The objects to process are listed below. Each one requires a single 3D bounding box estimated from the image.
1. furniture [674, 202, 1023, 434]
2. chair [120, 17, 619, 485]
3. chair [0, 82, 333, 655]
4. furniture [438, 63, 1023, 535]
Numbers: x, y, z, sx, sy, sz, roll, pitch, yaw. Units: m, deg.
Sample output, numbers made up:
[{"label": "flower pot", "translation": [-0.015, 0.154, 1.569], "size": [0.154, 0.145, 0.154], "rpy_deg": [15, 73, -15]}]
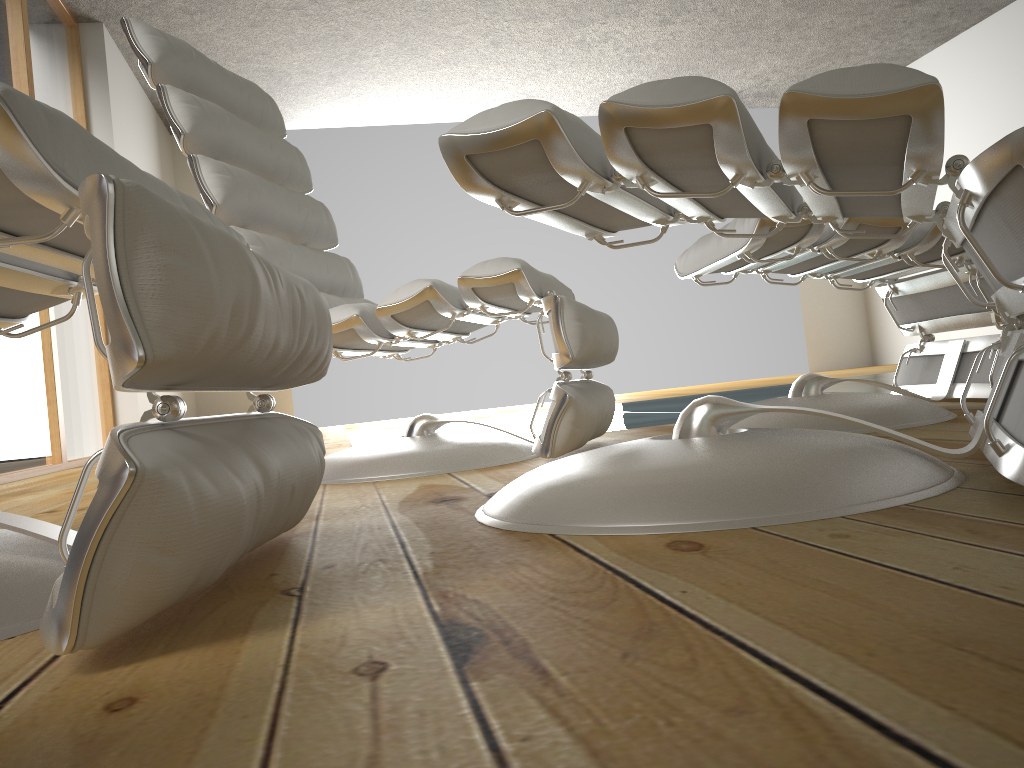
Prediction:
[{"label": "furniture", "translation": [0.652, -0.137, 1.833], "size": [0.686, 0.440, 0.569], "rpy_deg": [-6, -1, -5]}, {"label": "chair", "translation": [-0.266, -0.304, 1.934], "size": [0.913, 0.970, 0.569], "rpy_deg": [-6, -2, 13]}, {"label": "chair", "translation": [-0.676, -0.266, 0.812], "size": [0.914, 0.970, 0.569], "rpy_deg": [-6, -2, -2]}, {"label": "furniture", "translation": [0.267, -0.100, 1.028], "size": [0.685, 0.440, 0.570], "rpy_deg": [-7, -1, 24]}]
